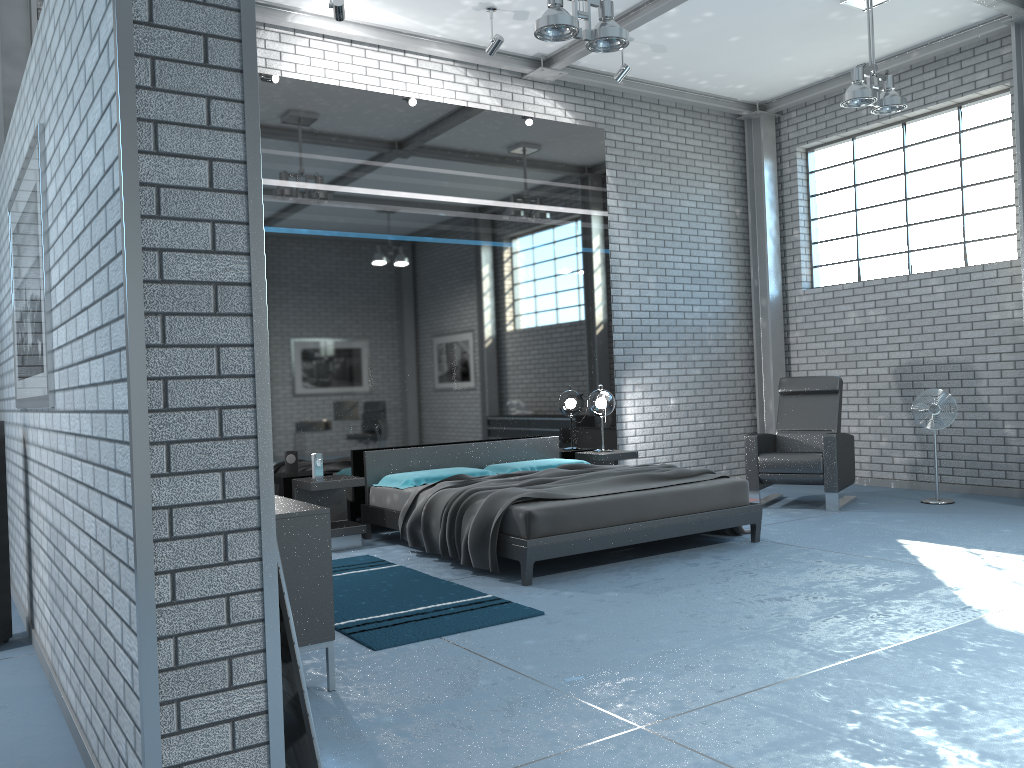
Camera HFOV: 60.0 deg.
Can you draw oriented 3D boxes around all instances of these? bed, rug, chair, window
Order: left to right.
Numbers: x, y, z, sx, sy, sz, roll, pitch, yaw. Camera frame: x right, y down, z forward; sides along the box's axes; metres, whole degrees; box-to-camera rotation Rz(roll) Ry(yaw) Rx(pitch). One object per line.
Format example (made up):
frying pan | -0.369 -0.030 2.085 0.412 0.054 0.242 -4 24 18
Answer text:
rug | -0.782 1.155 4.912 0.886 0.012 2.060 -2 0 -33
bed | 0.326 0.792 6.401 2.290 0.674 2.261 -2 0 -33
chair | 2.531 0.484 7.722 0.763 1.099 0.940 -2 0 32
window | 3.782 -1.766 8.486 0.100 1.500 2.200 -2 0 -33

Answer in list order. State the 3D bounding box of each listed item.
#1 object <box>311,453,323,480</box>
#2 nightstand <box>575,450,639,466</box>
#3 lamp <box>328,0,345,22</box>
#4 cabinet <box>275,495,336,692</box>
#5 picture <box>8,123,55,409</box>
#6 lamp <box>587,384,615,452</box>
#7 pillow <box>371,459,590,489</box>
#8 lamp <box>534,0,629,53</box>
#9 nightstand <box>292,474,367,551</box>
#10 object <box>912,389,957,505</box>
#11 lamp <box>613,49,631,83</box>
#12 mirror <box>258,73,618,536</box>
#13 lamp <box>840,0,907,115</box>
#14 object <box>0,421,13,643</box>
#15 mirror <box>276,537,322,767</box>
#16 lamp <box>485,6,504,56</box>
object | -1.407 0.595 6.419 0.032 0.184 0.100 -2 0 25
nightstand | 0.847 0.852 7.858 0.400 0.501 0.400 -2 0 -33
lamp | -1.222 -2.669 6.093 0.137 0.311 0.166 -2 0 -8
cabinet | -1.494 0.842 4.109 0.510 0.682 2.250 -2 0 -33
picture | -2.062 -0.402 3.776 0.020 1.015 1.490 -2 0 -33
lamp | 0.807 0.299 7.937 0.259 0.596 0.250 -2 0 -25
pillow | -0.188 0.701 7.033 1.810 0.115 0.567 -2 0 -33
lamp | 0.397 -2.458 5.215 0.639 0.872 0.300 -2 0 -33
nightstand | -1.326 0.935 6.433 0.400 0.501 0.400 -2 0 -33
object | 3.536 0.514 7.410 0.342 0.954 0.258 -2 0 22
lamp | 0.921 -2.735 7.514 0.161 0.343 0.137 -2 0 27
mirror | -0.495 -0.596 7.412 3.400 3.500 0.050 -2 0 -33
lamp | 2.737 -2.547 6.751 0.639 0.872 0.300 -2 0 -33
object | -2.474 0.700 4.090 0.159 1.045 0.254 -2 0 2
mirror | -0.734 0.656 2.529 0.165 0.978 0.674 -2 0 -33
lamp | -0.156 -2.699 6.806 0.137 0.332 0.167 -2 0 -43
